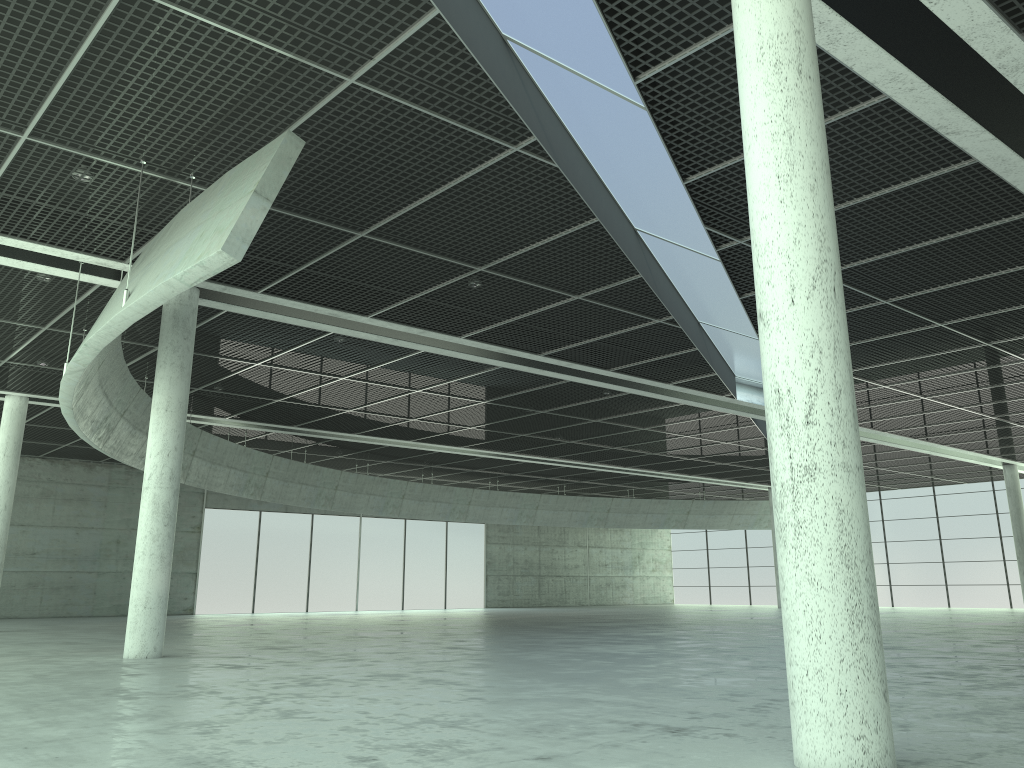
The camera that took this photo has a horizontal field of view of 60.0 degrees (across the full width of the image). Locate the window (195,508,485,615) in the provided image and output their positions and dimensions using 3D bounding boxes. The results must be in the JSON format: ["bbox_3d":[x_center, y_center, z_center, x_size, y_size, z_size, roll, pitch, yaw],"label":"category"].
[{"bbox_3d":[-15.768,20.499,91.164,33.519,10.662,0.159,12,-19,-39],"label":"window"}]

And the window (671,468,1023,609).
[{"bbox_3d":[16.735,8.421,55.417,100.757,16.080,99.597,12,-19,-39],"label":"window"}]
